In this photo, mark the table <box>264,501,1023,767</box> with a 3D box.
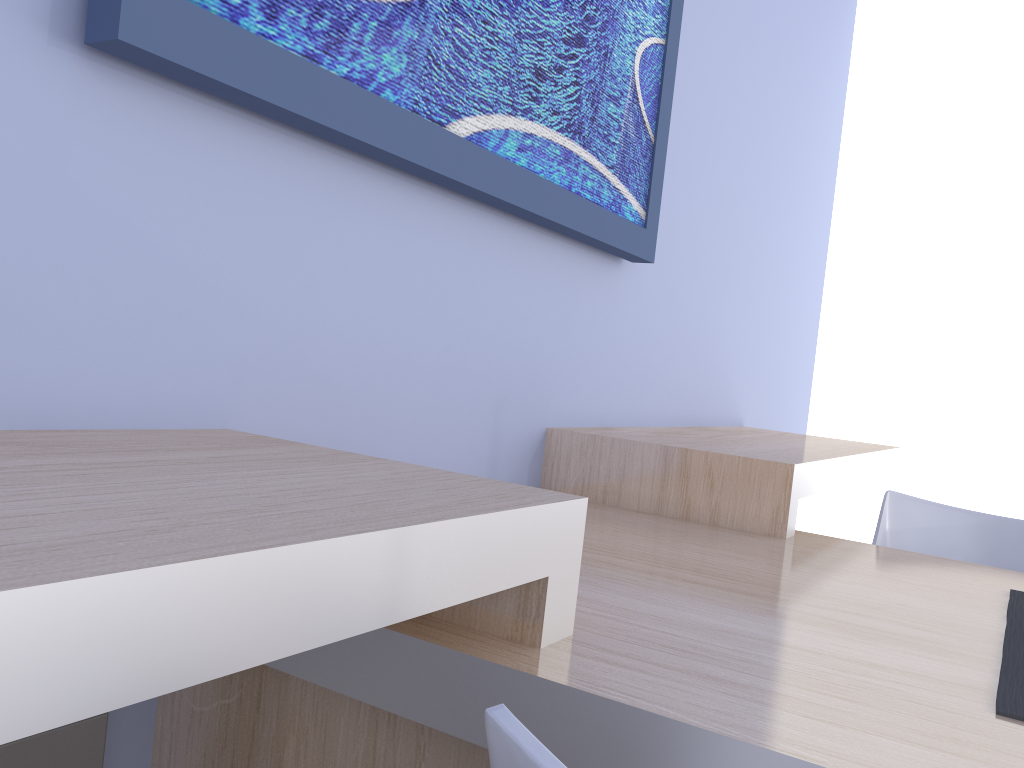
[{"bbox_3d":[0.814,0.668,0.756,2.340,0.718,1.002,7,1,31],"label":"table"}]

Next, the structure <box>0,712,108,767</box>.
[{"bbox_3d":[-0.249,0.566,1.155,0.064,0.503,3.843,7,1,31],"label":"structure"}]

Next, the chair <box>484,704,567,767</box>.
[{"bbox_3d":[0.218,0.570,0.449,0.510,0.793,0.486,7,1,31],"label":"chair"}]

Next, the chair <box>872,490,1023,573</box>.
[{"bbox_3d":[0.775,0.612,1.451,0.510,0.793,0.486,7,1,31],"label":"chair"}]

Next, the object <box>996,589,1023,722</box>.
[{"bbox_3d":[0.949,0.321,0.702,0.986,0.005,0.594,7,1,30],"label":"object"}]

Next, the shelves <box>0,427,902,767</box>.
[{"bbox_3d":[-0.120,0.497,1.003,0.463,0.840,3.901,7,1,31],"label":"shelves"}]

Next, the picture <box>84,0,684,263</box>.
[{"bbox_3d":[0.005,-0.726,1.314,0.049,0.901,1.252,7,1,31],"label":"picture"}]
